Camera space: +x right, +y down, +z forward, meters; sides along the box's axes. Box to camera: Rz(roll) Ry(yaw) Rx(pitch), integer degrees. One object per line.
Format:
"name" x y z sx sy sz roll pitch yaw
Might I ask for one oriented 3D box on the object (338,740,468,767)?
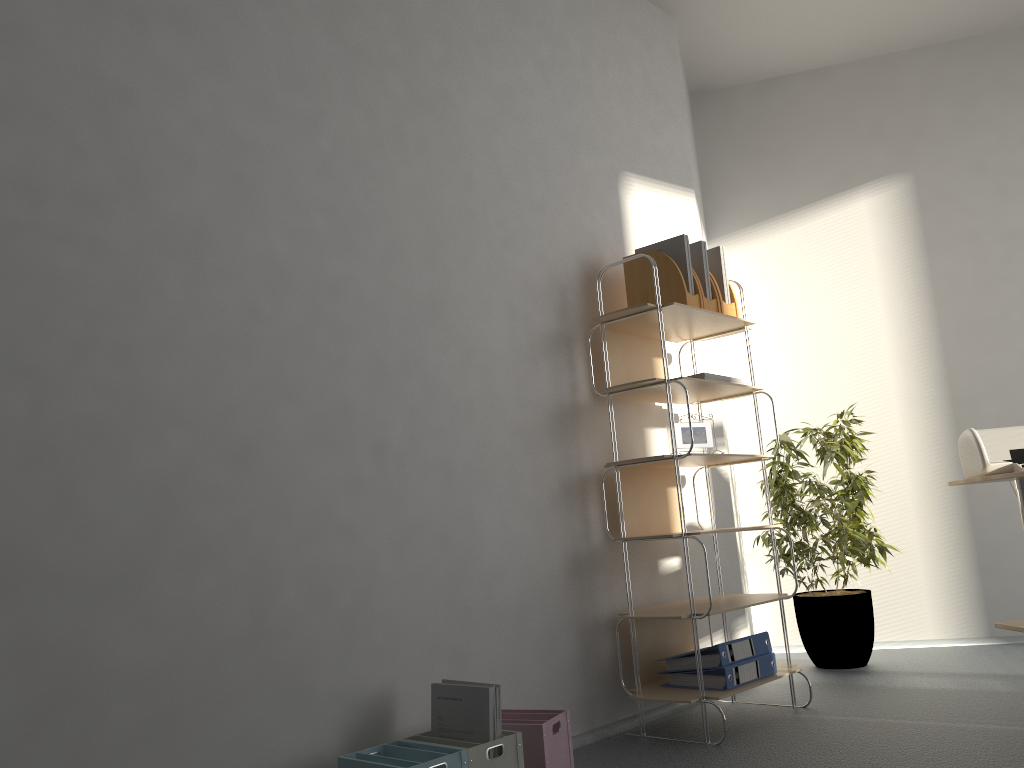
"object" -0.246 0.954 2.034 0.245 0.202 0.185 -13 -13 42

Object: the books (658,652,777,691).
"books" 0.695 0.962 2.992 0.262 0.072 0.320 -14 -13 43

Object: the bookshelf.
"bookshelf" 0.646 0.366 3.114 0.381 1.572 0.724 -14 -13 42

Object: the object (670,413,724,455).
"object" 0.641 0.184 3.123 0.192 0.161 0.077 1 -11 -28

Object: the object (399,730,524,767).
"object" -0.119 0.967 2.169 0.245 0.202 0.185 -13 -13 42

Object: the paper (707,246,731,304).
"paper" 0.728 -0.354 3.385 0.045 0.297 0.213 5 -13 -43

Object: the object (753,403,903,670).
"object" 1.415 0.668 3.946 0.644 1.147 0.544 5 -14 -45

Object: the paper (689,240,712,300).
"paper" 0.638 -0.361 3.300 0.213 0.297 0.045 -14 -13 43

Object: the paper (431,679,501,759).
"paper" -0.115 0.898 2.192 0.220 0.306 0.068 -13 -13 42

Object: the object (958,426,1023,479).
"object" 1.686 0.191 2.779 0.438 0.162 0.351 -6 -10 8

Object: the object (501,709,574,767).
"object" 0.014 0.987 2.352 0.245 0.202 0.185 -9 -11 24

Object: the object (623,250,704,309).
"object" 0.542 -0.352 3.190 0.243 0.259 0.113 -13 -13 40

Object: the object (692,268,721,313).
"object" 0.626 -0.343 3.281 0.243 0.259 0.113 -14 -13 43

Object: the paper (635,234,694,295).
"paper" 0.553 -0.370 3.210 0.213 0.297 0.045 -13 -13 40

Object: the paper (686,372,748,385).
"paper" 0.692 0.010 3.236 0.213 0.046 0.297 -14 -13 42

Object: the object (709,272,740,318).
"object" 0.716 -0.336 3.367 0.113 0.259 0.243 5 -13 -43

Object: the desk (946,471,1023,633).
"desk" 2.059 0.132 2.422 1.469 1.566 0.967 -7 -10 15

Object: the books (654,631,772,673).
"books" 0.683 0.909 3.008 0.263 0.100 0.320 -14 -13 43
